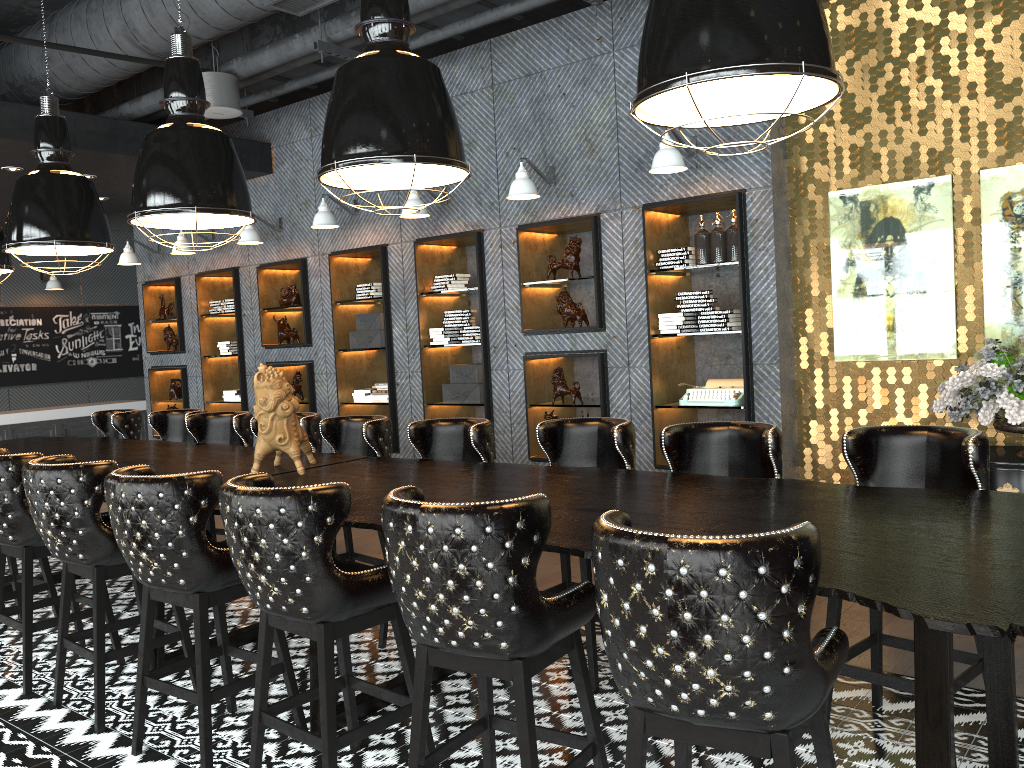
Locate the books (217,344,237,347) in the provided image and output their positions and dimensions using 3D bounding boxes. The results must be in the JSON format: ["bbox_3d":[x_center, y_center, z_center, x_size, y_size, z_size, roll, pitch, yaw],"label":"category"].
[{"bbox_3d":[-2.998,-0.415,9.491,0.193,0.028,0.245,0,4,42],"label":"books"}]

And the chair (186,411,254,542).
[{"bbox_3d":[-1.960,0.747,5.839,0.504,1.092,0.568,-2,3,29],"label":"chair"}]

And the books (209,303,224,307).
[{"bbox_3d":[-3.124,-0.859,9.590,0.245,0.028,0.194,0,4,44],"label":"books"}]

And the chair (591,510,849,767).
[{"bbox_3d":[0.480,0.829,2.032,0.504,1.092,0.568,-1,3,31],"label":"chair"}]

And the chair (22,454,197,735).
[{"bbox_3d":[-1.754,0.849,3.832,0.504,1.092,0.568,-1,4,43],"label":"chair"}]

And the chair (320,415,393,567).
[{"bbox_3d":[-0.921,0.742,4.923,0.568,1.092,0.504,-6,4,-43],"label":"chair"}]

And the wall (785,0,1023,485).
[{"bbox_3d":[2.654,-1.074,5.121,2.445,4.380,0.025,-1,3,39],"label":"wall"}]

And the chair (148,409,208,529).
[{"bbox_3d":[-2.436,0.744,6.342,0.504,1.092,0.568,-1,3,35],"label":"chair"}]

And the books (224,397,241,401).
[{"bbox_3d":[-2.946,0.156,9.536,0.243,0.034,0.180,-3,3,8],"label":"books"}]

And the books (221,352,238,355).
[{"bbox_3d":[-2.964,-0.332,9.499,0.193,0.028,0.245,-1,4,35],"label":"books"}]

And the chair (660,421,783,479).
[{"bbox_3d":[0.841,0.722,3.590,0.504,1.092,0.568,-1,3,31],"label":"chair"}]

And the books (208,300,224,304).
[{"bbox_3d":[-3.125,-0.887,9.589,0.245,0.028,0.194,-1,4,36],"label":"books"}]

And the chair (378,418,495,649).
[{"bbox_3d":[-0.340,0.739,4.430,0.504,1.092,0.568,-1,4,40],"label":"chair"}]

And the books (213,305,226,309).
[{"bbox_3d":[-3.098,-0.834,9.623,0.193,0.028,0.245,-6,4,-44],"label":"books"}]

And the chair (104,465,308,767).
[{"bbox_3d":[-1.188,0.846,3.345,0.504,1.092,0.568,-1,3,36],"label":"chair"}]

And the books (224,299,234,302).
[{"bbox_3d":[-2.899,-0.889,9.411,0.245,0.028,0.194,-2,3,11],"label":"books"}]

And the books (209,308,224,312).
[{"bbox_3d":[-3.143,-0.802,9.598,0.193,0.028,0.245,-6,4,-39],"label":"books"}]

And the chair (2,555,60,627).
[{"bbox_3d":[-2.832,0.855,4.749,0.504,1.092,0.568,-1,3,35],"label":"chair"}]

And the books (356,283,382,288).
[{"bbox_3d":[-1.275,-0.904,8.117,0.245,0.028,0.194,0,4,42],"label":"books"}]

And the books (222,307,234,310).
[{"bbox_3d":[-2.918,-0.803,9.410,0.245,0.028,0.194,-2,4,26],"label":"books"}]

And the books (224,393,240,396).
[{"bbox_3d":[-2.954,0.103,9.555,0.175,0.024,0.243,-1,4,30],"label":"books"}]

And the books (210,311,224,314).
[{"bbox_3d":[-3.120,-0.775,9.594,0.245,0.028,0.194,0,4,43],"label":"books"}]

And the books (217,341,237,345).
[{"bbox_3d":[-2.992,-0.444,9.499,0.193,0.028,0.245,-1,4,32],"label":"books"}]

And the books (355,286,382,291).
[{"bbox_3d":[-1.293,-0.877,8.159,0.245,0.028,0.194,0,5,45],"label":"books"}]

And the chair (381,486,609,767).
[{"bbox_3d":[-0.060,0.831,2.529,0.504,1.092,0.568,-1,3,33],"label":"chair"}]

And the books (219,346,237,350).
[{"bbox_3d":[-2.973,-0.388,9.488,0.193,0.028,0.245,-1,4,39],"label":"books"}]

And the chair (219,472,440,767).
[{"bbox_3d":[-0.636,0.839,2.935,0.504,1.092,0.568,-1,4,43],"label":"chair"}]

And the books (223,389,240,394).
[{"bbox_3d":[-2.962,0.078,9.535,0.179,0.029,0.225,-2,3,22],"label":"books"}]

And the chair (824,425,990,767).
[{"bbox_3d":[1.406,0.717,3.145,0.568,1.092,0.504,-6,4,-42],"label":"chair"}]

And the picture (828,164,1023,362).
[{"bbox_3d":[2.642,-0.683,5.132,1.574,1.072,0.022,-1,4,39],"label":"picture"}]

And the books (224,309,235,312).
[{"bbox_3d":[-2.894,-0.777,9.416,0.245,0.028,0.194,-2,3,18],"label":"books"}]

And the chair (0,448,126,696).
[{"bbox_3d":[-2.302,0.853,4.286,0.504,1.092,0.568,-1,4,42],"label":"chair"}]

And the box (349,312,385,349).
[{"bbox_3d":[-1.287,-0.492,8.158,0.419,0.315,0.298,-1,4,39],"label":"box"}]

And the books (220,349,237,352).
[{"bbox_3d":[-2.954,-0.358,9.448,0.245,0.028,0.193,-6,4,-42],"label":"books"}]

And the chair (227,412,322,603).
[{"bbox_3d":[-1.411,0.742,5.398,0.504,1.092,0.568,-1,3,34],"label":"chair"}]

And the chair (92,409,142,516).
[{"bbox_3d":[-3.081,0.758,6.726,0.568,1.092,0.504,-6,4,-42],"label":"chair"}]

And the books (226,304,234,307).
[{"bbox_3d":[-2.888,-0.836,9.452,0.245,0.028,0.194,-2,3,21],"label":"books"}]

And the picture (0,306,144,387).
[{"bbox_3d":[-7.378,-0.485,12.094,0.200,1.102,12.472,-1,4,39],"label":"picture"}]

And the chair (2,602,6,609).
[{"bbox_3d":[-3.383,0.859,5.206,0.568,1.092,0.504,-6,4,-42],"label":"chair"}]

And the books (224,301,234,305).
[{"bbox_3d":[-2.899,-0.861,9.412,0.245,0.028,0.194,-2,3,19],"label":"books"}]

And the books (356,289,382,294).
[{"bbox_3d":[-1.269,-0.848,8.117,0.245,0.028,0.194,-1,4,30],"label":"books"}]

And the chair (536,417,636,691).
[{"bbox_3d":[0.312,0.723,4.074,0.504,1.092,0.568,-1,4,40],"label":"chair"}]

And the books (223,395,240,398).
[{"bbox_3d":[-2.965,0.128,9.538,0.227,0.024,0.166,-2,4,25],"label":"books"}]

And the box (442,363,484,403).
[{"bbox_3d":[-0.381,-0.007,7.491,0.419,0.315,0.323,-1,4,39],"label":"box"}]
